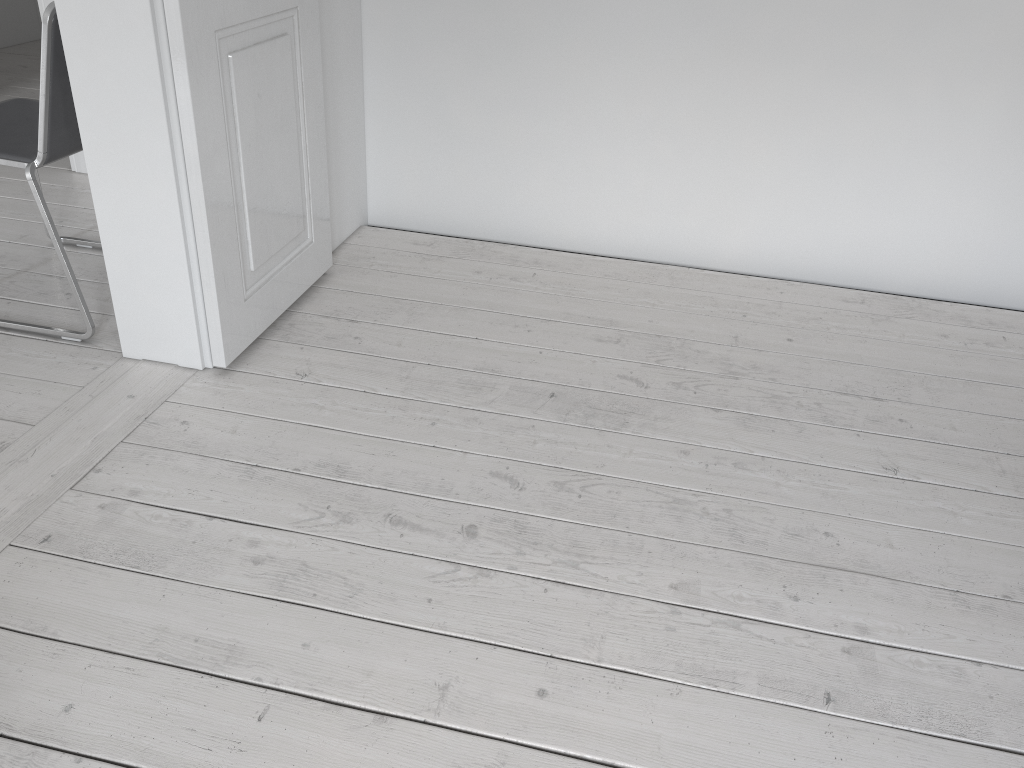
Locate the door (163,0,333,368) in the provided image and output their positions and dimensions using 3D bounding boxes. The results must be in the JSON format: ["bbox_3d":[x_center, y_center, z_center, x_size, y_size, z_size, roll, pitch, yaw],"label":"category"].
[{"bbox_3d":[-0.574,-1.203,1.835,0.034,2.323,0.667,9,31,9],"label":"door"}]

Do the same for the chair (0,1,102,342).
[{"bbox_3d":[-1.230,-0.618,2.330,0.525,0.796,0.563,9,31,9],"label":"chair"}]
